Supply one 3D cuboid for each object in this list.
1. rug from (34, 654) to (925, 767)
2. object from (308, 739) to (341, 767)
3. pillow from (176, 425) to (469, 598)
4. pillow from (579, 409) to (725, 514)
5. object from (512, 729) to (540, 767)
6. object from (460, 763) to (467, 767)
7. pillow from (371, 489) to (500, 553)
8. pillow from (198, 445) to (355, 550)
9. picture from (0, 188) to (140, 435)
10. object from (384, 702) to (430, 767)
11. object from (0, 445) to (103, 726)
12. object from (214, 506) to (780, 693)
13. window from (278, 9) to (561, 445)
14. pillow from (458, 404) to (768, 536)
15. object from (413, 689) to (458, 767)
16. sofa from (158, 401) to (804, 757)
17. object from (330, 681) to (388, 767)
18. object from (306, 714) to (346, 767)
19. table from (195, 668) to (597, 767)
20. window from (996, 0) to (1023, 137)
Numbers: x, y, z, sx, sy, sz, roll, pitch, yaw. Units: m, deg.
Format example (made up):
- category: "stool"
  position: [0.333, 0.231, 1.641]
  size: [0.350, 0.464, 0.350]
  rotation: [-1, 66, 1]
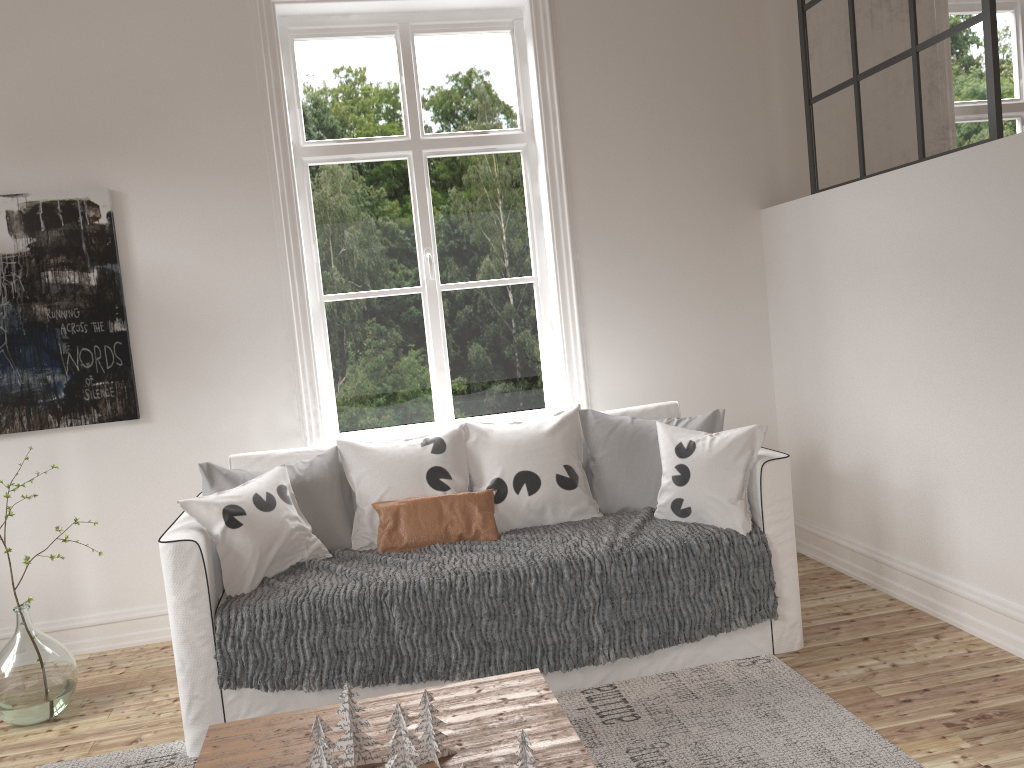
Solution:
- category: "rug"
  position: [-0.055, 1.057, 1.574]
  size: [2.254, 0.003, 2.474]
  rotation: [-6, 4, -10]
- category: "object"
  position: [-0.315, 0.690, 1.492]
  size: [0.106, 0.193, 0.112]
  rotation: [-4, 4, 17]
- category: "pillow"
  position: [-0.578, 0.418, 2.957]
  size: [1.020, 0.414, 0.417]
  rotation: [-8, 5, -28]
- category: "pillow"
  position: [0.509, 0.293, 3.209]
  size: [0.546, 0.437, 0.292]
  rotation: [-4, 5, 23]
- category: "object"
  position: [0.026, 0.676, 1.564]
  size: [0.072, 0.142, 0.073]
  rotation: [-6, 4, -3]
- category: "object"
  position: [-0.070, 0.681, 1.391]
  size: [0.103, 0.178, 0.097]
  rotation: [-2, 6, 42]
- category: "pillow"
  position: [-0.250, 0.463, 2.960]
  size: [0.420, 0.179, 0.127]
  rotation: [-6, 4, -9]
- category: "pillow"
  position: [-0.780, 0.434, 3.005]
  size: [0.541, 0.431, 0.282]
  rotation: [-9, 5, -36]
- category: "picture"
  position: [-1.861, -0.274, 3.435]
  size: [0.680, 0.908, 0.041]
  rotation: [-6, 4, -10]
- category: "object"
  position: [-0.193, 0.669, 1.604]
  size: [0.107, 0.195, 0.113]
  rotation: [-6, 4, -4]
- category: "object"
  position: [-1.626, 0.554, 3.037]
  size: [0.275, 1.117, 0.515]
  rotation: [-5, 4, 6]
- category: "object"
  position: [-0.059, 0.671, 2.958]
  size: [1.704, 0.390, 0.656]
  rotation: [-6, 4, -10]
- category: "window"
  position: [-0.378, -0.672, 3.882]
  size: [1.055, 1.872, 0.120]
  rotation: [-6, 4, -10]
- category: "pillow"
  position: [0.341, 0.307, 3.100]
  size: [1.081, 0.450, 0.403]
  rotation: [-5, 4, 14]
- category: "object"
  position: [-0.165, 0.678, 1.765]
  size: [0.075, 0.147, 0.075]
  rotation: [-4, 5, 21]
- category: "sofa"
  position: [-0.103, 0.558, 3.093]
  size: [1.960, 0.776, 0.866]
  rotation: [-6, 4, -10]
- category: "object"
  position: [-0.320, 0.678, 1.772]
  size: [0.090, 0.176, 0.090]
  rotation: [-2, 6, 41]
- category: "object"
  position: [-0.355, 0.696, 1.662]
  size: [0.095, 0.164, 0.090]
  rotation: [-6, 4, -4]
- category: "table"
  position: [-0.195, 0.923, 1.535]
  size: [0.821, 0.300, 1.189]
  rotation: [-6, 4, -10]
- category: "window"
  position: [2.617, -1.012, 4.436]
  size: [1.055, 1.872, 0.120]
  rotation: [-6, 4, -10]
